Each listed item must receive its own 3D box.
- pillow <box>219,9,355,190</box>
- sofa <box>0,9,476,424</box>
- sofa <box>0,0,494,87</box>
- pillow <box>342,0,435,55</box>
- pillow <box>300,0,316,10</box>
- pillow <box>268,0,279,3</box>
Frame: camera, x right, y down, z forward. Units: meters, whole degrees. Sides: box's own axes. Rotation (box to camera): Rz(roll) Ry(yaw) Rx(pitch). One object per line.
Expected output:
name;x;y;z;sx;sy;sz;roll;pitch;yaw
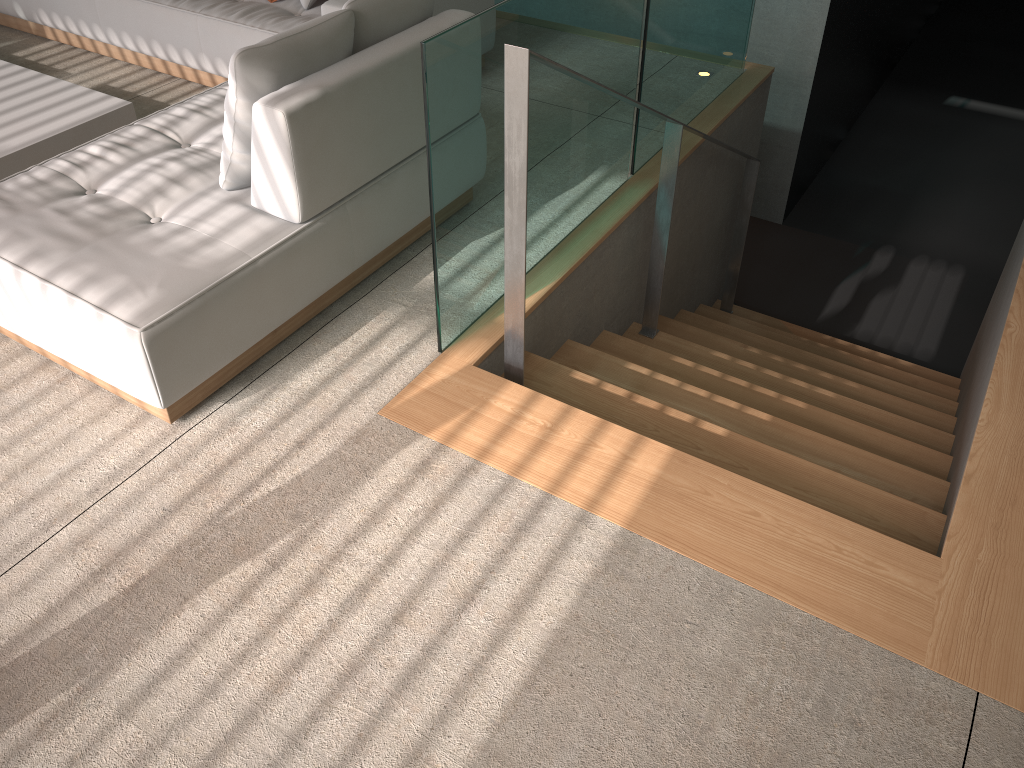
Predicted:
pillow;-0.699;-0.877;2.746;0.269;0.464;0.507;21;43;24
sofa;-0.940;-0.748;2.950;1.024;0.704;1.644;21;44;24
sofa;-1.828;-2.268;4.769;3.498;0.724;1.080;22;44;24
pillow;-0.444;-1.156;3.069;0.241;0.478;0.507;21;43;24
pillow;-0.950;-2.092;4.262;0.239;0.389;0.617;-9;40;-12
pillow;-1.239;-2.210;4.362;0.315;0.475;0.757;-23;45;-26
